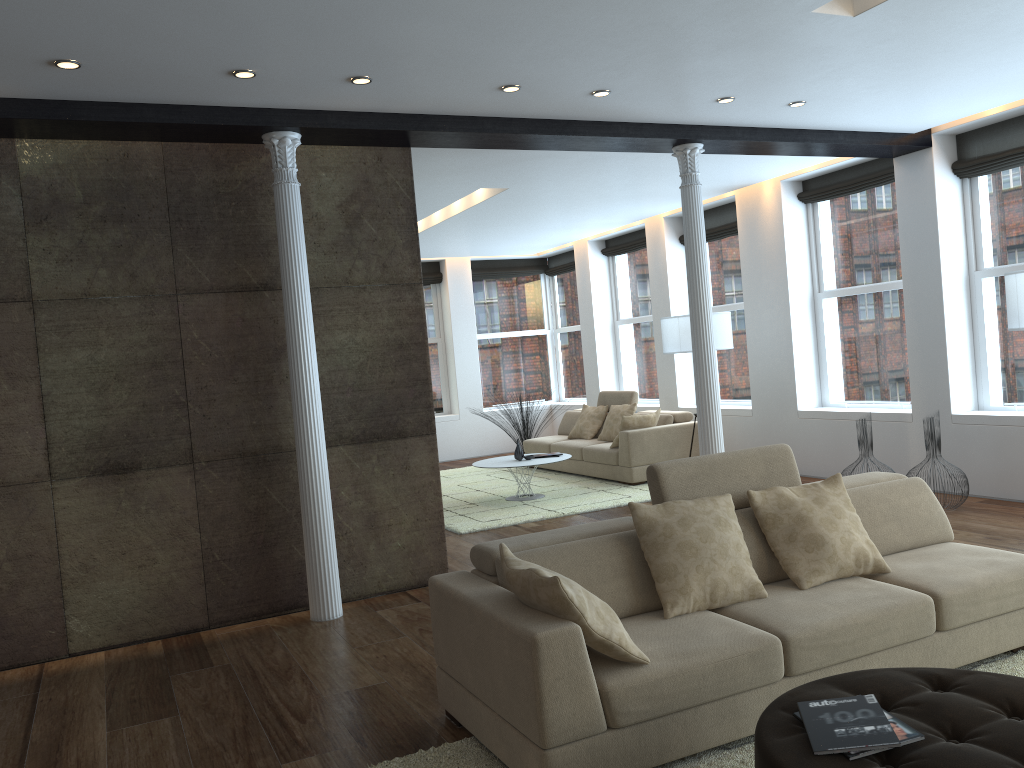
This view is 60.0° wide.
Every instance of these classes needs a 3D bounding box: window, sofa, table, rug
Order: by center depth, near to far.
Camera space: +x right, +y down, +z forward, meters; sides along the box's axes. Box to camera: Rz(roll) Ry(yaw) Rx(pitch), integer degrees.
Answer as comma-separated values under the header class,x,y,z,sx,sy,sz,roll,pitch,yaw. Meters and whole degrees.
class,x,y,z,sx,sy,sz,roll,pitch,yaw
rug,2.007,1.208,2.793,4.231,0.020,2.972,-6,2,-25
sofa,1.023,0.796,3.788,2.581,0.950,1.021,-6,2,-25
window,4.175,-0.902,6.843,0.123,2.400,1.432,-6,2,-25
window,3.409,-0.886,8.485,0.123,2.400,1.391,-6,2,-25
table,0.119,0.972,9.085,1.022,0.393,1.022,-4,2,19
rug,0.007,1.158,10.085,2.972,0.020,4.231,-6,2,-25
window,2.535,-0.868,10.359,0.123,2.400,1.345,-6,2,-25
sofa,1.117,0.579,10.587,1.018,0.950,2.581,-6,2,-25
window,1.776,-0.852,11.985,0.123,2.400,1.444,-6,2,-25
window,-1.671,-0.591,13.239,1.420,2.400,0.123,-6,2,-25
window,-0.002,-0.760,14.012,1.474,2.400,0.123,-6,2,-25
window,4.017,-0.740,21.826,34.761,17.917,13.698,-6,2,-25

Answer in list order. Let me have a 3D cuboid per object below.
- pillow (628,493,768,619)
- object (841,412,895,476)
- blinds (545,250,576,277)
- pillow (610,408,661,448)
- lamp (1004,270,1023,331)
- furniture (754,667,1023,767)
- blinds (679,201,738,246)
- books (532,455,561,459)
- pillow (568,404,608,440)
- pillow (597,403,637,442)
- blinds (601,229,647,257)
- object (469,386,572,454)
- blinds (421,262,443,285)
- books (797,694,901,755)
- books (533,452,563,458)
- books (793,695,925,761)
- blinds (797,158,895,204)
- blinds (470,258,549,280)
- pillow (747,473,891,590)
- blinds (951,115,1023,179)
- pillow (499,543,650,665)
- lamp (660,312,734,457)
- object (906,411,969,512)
class,x,y,z,sx,sy,sz,roll,pitch,yaw
pillow,0.777,0.690,3.689,0.534,0.439,0.301,-6,2,-21
object,2.890,0.613,7.227,0.458,0.781,0.458,-6,2,-26
blinds,0.862,-1.874,13.570,0.156,0.327,1.377,-6,2,-25
pillow,1.333,0.484,9.569,0.518,0.393,0.395,-6,2,-28
lamp,3.523,0.132,5.525,0.698,1.728,0.698,-5,2,-1
furniture,1.206,1.103,2.394,1.057,0.355,1.057,-6,2,-23
blinds,2.391,-1.873,10.302,0.156,0.393,1.342,-6,2,-25
books,0.356,0.747,9.183,0.300,0.010,0.220,-5,2,10
pillow,0.949,0.464,10.919,0.368,0.416,0.519,-6,2,-29
pillow,1.224,0.447,10.358,0.301,0.439,0.534,-6,2,-28
blinds,1.628,-1.916,11.924,0.156,0.275,1.442,-6,2,-25
object,0.155,0.565,12.139,1.119,1.014,1.125,-6,2,-39
blinds,-1.721,-1.618,13.123,1.422,0.363,0.156,-6,2,-25
books,0.924,0.939,2.456,0.220,0.040,0.301,-5,2,10
books,0.359,0.736,9.207,0.300,0.010,0.220,-5,2,-10
books,0.950,0.944,2.452,0.219,0.031,0.300,-5,2,-10
blinds,3.260,-1.950,8.426,0.156,0.275,1.396,-6,2,-25
blinds,-0.070,-1.810,13.895,1.442,0.312,0.155,-6,2,-25
pillow,1.347,0.644,3.941,0.519,0.416,0.368,-6,2,-20
blinds,4.017,-1.905,6.779,0.183,0.395,1.431,-6,2,-25
pillow,0.194,0.780,3.153,0.395,0.393,0.518,-6,2,-21
lamp,1.920,0.165,8.958,0.698,1.728,0.698,-5,2,-1
object,3.283,0.589,6.896,0.458,0.781,0.458,-6,2,-26
